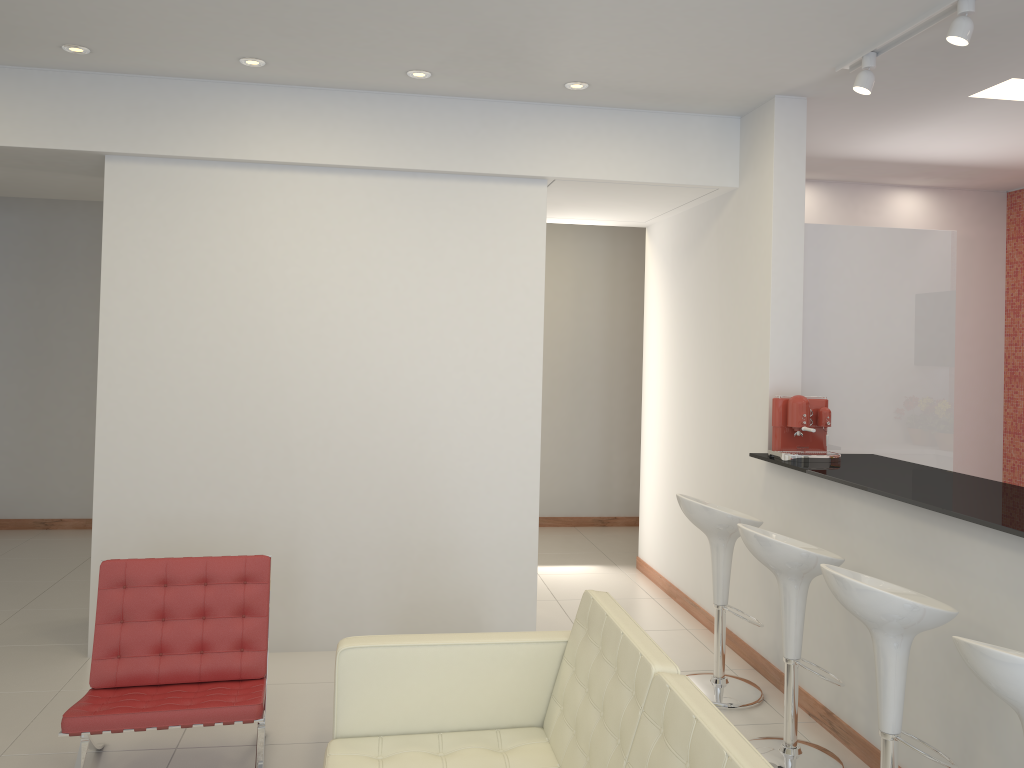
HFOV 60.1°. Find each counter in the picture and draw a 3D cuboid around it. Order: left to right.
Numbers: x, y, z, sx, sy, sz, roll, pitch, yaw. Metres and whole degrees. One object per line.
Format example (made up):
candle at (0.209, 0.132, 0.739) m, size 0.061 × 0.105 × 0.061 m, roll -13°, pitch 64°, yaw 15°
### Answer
counter at (1.892, 0.460, 3.448) m, size 0.735 × 0.019 × 2.966 m, roll 1°, pitch 2°, yaw -9°

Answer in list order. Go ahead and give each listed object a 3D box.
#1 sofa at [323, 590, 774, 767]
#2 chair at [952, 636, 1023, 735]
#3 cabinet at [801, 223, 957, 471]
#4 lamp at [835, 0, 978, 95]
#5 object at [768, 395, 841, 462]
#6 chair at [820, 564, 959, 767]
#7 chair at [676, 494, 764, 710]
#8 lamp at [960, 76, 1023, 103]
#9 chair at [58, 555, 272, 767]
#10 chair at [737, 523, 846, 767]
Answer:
sofa at (0.055, 1.214, 1.861) m, size 1.000 × 0.923 × 2.566 m, roll 1°, pitch 2°, yaw -9°
chair at (1.425, 1.189, 2.355) m, size 0.464 × 1.022 × 0.457 m, roll 2°, pitch -1°, yaw -23°
cabinet at (1.964, 0.306, 5.963) m, size 1.057 × 2.526 × 1.637 m, roll 2°, pitch 0°, yaw -9°
lamp at (1.779, -1.442, 3.520) m, size 0.112 × 0.199 × 1.823 m, roll 2°, pitch 2°, yaw -9°
object at (1.547, 0.227, 4.583) m, size 0.321 × 0.337 × 0.321 m, roll 1°, pitch 1°, yaw -9°
chair at (1.309, 1.157, 3.079) m, size 0.464 × 1.022 × 0.456 m, roll 1°, pitch -1°, yaw 2°
chair at (1.075, 1.091, 4.586) m, size 0.464 × 1.022 × 0.456 m, roll 1°, pitch -1°, yaw 2°
lamp at (2.698, -1.581, 4.713) m, size 0.408 × 0.034 × 0.409 m, roll 1°, pitch 2°, yaw -9°
chair at (-1.347, 1.168, 3.554) m, size 0.699 × 0.817 × 0.706 m, roll 1°, pitch 0°, yaw -14°
chair at (1.197, 1.125, 3.801) m, size 0.464 × 1.022 × 0.456 m, roll 1°, pitch -1°, yaw 2°
